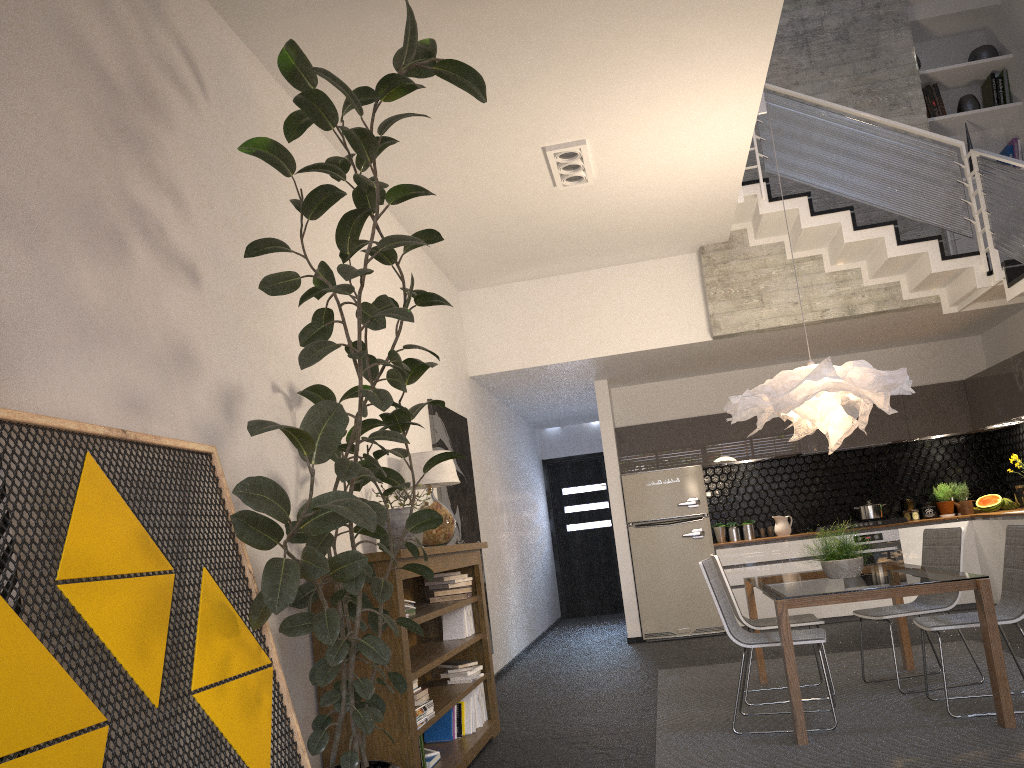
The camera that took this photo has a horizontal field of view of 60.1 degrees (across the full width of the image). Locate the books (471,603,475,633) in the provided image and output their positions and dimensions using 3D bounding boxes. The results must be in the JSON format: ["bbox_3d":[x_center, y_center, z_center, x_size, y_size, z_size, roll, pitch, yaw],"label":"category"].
[{"bbox_3d":[-0.309,1.474,5.548,0.135,0.188,0.031,-8,-7,9],"label":"books"}]

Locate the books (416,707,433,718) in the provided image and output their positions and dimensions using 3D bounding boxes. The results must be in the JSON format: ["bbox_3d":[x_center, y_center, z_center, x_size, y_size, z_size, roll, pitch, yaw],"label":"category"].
[{"bbox_3d":[-0.511,1.525,4.072,0.219,0.008,0.290,-9,-10,12],"label":"books"}]

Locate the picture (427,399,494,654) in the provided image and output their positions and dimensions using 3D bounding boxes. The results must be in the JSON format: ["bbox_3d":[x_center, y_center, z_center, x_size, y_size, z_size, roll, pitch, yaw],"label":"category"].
[{"bbox_3d":[-0.392,1.198,7.032,0.033,2.013,1.241,-8,-8,8],"label":"picture"}]

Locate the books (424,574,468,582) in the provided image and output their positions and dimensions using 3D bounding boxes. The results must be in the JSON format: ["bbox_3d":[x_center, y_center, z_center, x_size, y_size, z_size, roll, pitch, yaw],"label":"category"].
[{"bbox_3d":[-0.410,1.199,5.465,0.175,0.023,0.245,1,-13,-36],"label":"books"}]

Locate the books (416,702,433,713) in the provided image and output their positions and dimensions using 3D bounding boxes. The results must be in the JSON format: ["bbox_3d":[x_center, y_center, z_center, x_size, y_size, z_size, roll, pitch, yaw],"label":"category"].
[{"bbox_3d":[-0.518,1.505,4.079,0.219,0.007,0.306,-9,-10,13],"label":"books"}]

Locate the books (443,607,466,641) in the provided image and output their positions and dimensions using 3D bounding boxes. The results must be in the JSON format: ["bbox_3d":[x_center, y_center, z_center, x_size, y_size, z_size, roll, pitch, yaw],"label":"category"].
[{"bbox_3d":[-0.348,1.439,5.314,0.135,0.181,0.078,-8,-8,9],"label":"books"}]

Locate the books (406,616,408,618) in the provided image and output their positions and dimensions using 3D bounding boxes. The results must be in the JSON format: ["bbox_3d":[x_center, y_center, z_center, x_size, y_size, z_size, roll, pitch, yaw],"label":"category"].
[{"bbox_3d":[-0.644,1.100,4.121,0.252,0.011,0.321,-3,-11,-21],"label":"books"}]

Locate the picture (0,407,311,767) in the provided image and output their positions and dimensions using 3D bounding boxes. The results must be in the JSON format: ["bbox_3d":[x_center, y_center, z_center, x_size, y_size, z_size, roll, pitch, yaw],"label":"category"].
[{"bbox_3d":[-0.915,0.862,2.271,0.387,1.593,1.507,-8,-9,8],"label":"picture"}]

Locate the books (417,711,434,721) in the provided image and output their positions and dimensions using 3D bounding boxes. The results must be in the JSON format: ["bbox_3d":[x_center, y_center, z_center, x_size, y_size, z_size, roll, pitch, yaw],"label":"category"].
[{"bbox_3d":[-0.513,1.540,4.066,0.219,0.008,0.290,-9,-11,14],"label":"books"}]

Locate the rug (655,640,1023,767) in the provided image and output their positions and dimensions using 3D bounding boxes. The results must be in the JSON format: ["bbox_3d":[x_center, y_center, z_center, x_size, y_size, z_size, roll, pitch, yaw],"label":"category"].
[{"bbox_3d":[2.023,1.827,5.094,2.373,0.006,3.711,-8,-10,8],"label":"rug"}]

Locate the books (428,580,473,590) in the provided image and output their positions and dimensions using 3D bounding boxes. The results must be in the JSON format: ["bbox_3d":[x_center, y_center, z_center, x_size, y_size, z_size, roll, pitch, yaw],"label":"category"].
[{"bbox_3d":[-0.382,1.244,5.478,0.179,0.029,0.227,1,-13,-39],"label":"books"}]

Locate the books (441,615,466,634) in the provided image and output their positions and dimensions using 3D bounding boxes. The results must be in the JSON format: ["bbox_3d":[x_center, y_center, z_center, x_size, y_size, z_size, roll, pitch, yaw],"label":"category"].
[{"bbox_3d":[-0.356,1.448,5.372,0.136,0.187,0.018,-8,-7,9],"label":"books"}]

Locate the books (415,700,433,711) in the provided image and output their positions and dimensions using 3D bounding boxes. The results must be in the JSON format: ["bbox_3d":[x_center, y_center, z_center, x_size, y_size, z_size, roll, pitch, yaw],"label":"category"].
[{"bbox_3d":[-0.518,1.496,4.081,0.219,0.013,0.306,-9,-10,13],"label":"books"}]

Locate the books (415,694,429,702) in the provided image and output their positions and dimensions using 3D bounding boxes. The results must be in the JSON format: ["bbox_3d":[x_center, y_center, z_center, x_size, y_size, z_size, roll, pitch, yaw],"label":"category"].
[{"bbox_3d":[-0.553,1.560,4.350,0.243,0.023,0.176,-10,-11,15],"label":"books"}]

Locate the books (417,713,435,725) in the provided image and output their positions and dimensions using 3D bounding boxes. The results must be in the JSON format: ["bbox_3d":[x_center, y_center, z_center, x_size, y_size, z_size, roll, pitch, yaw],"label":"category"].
[{"bbox_3d":[-0.506,1.552,4.064,0.219,0.008,0.306,-9,-10,13],"label":"books"}]

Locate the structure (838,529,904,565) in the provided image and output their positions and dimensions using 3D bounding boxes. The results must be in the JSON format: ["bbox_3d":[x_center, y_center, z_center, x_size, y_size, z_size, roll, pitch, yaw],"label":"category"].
[{"bbox_3d":[3.587,1.795,8.964,0.588,0.584,0.588,-8,-9,9],"label":"structure"}]

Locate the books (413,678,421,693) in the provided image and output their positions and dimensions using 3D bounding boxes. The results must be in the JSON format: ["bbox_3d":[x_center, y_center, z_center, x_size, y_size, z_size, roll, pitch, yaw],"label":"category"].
[{"bbox_3d":[-0.569,1.487,4.359,0.217,0.068,0.159,-10,-10,18],"label":"books"}]

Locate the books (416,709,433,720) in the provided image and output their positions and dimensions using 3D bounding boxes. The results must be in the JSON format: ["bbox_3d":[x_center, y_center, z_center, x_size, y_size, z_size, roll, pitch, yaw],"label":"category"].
[{"bbox_3d":[-0.514,1.535,4.067,0.219,0.008,0.290,-9,-11,14],"label":"books"}]

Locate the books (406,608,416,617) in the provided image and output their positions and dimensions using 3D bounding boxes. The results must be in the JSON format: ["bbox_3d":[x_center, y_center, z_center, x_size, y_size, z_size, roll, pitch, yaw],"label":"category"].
[{"bbox_3d":[-0.596,1.131,4.323,0.180,0.033,0.244,-9,-10,11],"label":"books"}]

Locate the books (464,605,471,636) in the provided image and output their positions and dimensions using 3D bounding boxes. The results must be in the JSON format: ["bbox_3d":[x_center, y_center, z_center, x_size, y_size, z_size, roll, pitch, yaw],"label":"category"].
[{"bbox_3d":[-0.326,1.450,5.405,0.136,0.187,0.018,-8,-7,9],"label":"books"}]

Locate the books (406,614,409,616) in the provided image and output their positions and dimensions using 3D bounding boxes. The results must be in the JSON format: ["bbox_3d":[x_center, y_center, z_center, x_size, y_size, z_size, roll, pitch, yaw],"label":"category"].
[{"bbox_3d":[-0.651,1.093,4.139,0.252,0.011,0.321,-2,-11,-24],"label":"books"}]

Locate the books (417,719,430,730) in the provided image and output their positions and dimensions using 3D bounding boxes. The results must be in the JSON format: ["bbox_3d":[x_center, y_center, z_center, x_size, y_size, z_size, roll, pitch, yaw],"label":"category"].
[{"bbox_3d":[-0.504,1.567,4.062,0.219,0.008,0.307,-8,-10,8],"label":"books"}]

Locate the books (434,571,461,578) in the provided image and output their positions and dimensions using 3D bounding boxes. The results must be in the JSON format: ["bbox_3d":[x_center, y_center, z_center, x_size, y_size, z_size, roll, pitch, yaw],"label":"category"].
[{"bbox_3d":[-0.421,1.177,5.469,0.205,0.022,0.156,-6,-10,-6],"label":"books"}]

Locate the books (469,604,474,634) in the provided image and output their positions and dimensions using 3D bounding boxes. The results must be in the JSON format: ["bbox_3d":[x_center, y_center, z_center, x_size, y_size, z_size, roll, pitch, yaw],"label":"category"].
[{"bbox_3d":[-0.314,1.470,5.524,0.136,0.187,0.018,-8,-7,9],"label":"books"}]

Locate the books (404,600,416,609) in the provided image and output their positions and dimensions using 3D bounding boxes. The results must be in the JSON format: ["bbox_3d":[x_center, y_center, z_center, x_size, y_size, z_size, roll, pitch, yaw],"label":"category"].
[{"bbox_3d":[-0.662,1.044,4.173,0.324,0.108,0.273,-16,-13,43],"label":"books"}]

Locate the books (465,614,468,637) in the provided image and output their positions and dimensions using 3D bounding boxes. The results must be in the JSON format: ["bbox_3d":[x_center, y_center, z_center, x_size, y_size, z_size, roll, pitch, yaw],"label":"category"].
[{"bbox_3d":[-0.335,1.463,5.388,0.120,0.158,0.016,-8,-7,9],"label":"books"}]

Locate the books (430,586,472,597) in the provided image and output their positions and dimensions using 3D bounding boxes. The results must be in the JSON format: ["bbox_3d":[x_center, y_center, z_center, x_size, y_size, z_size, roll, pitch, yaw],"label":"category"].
[{"bbox_3d":[1.163,-1.935,7.453,5.393,6.661,0.363,0,-10,-40],"label":"books"}]

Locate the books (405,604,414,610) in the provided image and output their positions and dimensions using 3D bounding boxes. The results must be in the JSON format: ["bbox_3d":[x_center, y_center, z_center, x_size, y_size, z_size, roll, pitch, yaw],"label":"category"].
[{"bbox_3d":[-0.595,1.101,4.317,0.167,0.023,0.229,-9,-10,12],"label":"books"}]

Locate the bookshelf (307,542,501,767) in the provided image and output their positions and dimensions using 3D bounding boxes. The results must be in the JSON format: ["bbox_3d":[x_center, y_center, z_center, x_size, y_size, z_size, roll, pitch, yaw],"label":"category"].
[{"bbox_3d":[-0.470,1.467,4.702,0.451,1.163,1.932,-8,-9,8],"label":"bookshelf"}]

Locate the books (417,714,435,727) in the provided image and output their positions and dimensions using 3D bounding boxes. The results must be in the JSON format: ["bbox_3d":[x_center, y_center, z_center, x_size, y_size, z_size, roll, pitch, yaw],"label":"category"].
[{"bbox_3d":[-0.506,1.560,4.061,0.219,0.007,0.306,-9,-10,13],"label":"books"}]

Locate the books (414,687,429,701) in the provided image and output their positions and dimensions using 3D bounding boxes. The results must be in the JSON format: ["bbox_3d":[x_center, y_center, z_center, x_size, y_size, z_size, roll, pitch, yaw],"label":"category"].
[{"bbox_3d":[-0.545,1.533,4.357,0.225,0.029,0.180,-9,-10,11],"label":"books"}]

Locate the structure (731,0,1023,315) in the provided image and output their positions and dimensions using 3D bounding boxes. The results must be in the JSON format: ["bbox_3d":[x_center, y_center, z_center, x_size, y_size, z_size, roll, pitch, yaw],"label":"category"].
[{"bbox_3d":[2.165,-2.145,6.517,4.239,8.249,8.516,-8,-9,8],"label":"structure"}]

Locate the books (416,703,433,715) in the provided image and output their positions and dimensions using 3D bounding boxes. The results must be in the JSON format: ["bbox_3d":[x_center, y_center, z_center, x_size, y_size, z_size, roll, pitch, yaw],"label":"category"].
[{"bbox_3d":[-0.513,1.511,4.077,0.219,0.007,0.306,-9,-10,12],"label":"books"}]

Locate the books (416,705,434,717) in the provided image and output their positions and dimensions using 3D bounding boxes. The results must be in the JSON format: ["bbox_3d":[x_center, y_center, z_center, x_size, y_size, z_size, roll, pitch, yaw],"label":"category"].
[{"bbox_3d":[-0.510,1.518,4.075,0.219,0.007,0.306,-9,-10,12],"label":"books"}]

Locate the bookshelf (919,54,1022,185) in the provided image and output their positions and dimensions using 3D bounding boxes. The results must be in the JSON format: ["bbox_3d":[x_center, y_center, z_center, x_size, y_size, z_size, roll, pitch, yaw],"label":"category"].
[{"bbox_3d":[4.001,-2.243,7.968,0.974,1.099,0.445,-8,-8,9],"label":"bookshelf"}]

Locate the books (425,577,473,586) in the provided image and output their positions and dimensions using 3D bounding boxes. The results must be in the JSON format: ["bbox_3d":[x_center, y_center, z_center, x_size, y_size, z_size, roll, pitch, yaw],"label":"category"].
[{"bbox_3d":[-0.393,1.221,5.479,0.245,0.019,0.175,-14,-12,33],"label":"books"}]

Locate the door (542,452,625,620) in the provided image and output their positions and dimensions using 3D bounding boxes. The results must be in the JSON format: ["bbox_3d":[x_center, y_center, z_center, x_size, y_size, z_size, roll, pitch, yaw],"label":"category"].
[{"bbox_3d":[1.117,2.155,12.660,1.109,2.299,0.161,-8,-7,9],"label":"door"}]

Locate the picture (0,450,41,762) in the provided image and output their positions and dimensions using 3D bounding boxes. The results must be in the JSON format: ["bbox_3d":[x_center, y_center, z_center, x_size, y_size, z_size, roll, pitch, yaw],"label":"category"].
[{"bbox_3d":[-1.198,0.555,1.572,0.208,2.005,0.964,-8,-8,8],"label":"picture"}]

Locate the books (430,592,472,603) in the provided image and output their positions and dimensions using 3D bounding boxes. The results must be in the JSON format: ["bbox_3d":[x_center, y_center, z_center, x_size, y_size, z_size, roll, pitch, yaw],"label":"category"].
[{"bbox_3d":[-0.372,1.299,5.406,0.230,0.034,0.288,-7,-10,1],"label":"books"}]

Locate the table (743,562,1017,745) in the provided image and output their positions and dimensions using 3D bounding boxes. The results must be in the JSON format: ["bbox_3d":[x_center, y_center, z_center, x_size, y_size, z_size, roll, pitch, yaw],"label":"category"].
[{"bbox_3d":[1.989,1.483,5.153,0.998,0.709,1.812,-8,-10,8],"label":"table"}]

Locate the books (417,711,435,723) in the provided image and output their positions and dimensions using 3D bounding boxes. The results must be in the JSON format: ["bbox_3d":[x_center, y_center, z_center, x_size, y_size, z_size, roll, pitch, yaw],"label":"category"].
[{"bbox_3d":[-0.506,1.544,4.063,0.219,0.013,0.306,-9,-10,13],"label":"books"}]

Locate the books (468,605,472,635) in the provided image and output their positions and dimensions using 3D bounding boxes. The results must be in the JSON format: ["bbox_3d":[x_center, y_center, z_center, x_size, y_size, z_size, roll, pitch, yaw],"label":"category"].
[{"bbox_3d":[-0.322,1.461,5.470,0.135,0.187,0.015,-8,-7,9],"label":"books"}]

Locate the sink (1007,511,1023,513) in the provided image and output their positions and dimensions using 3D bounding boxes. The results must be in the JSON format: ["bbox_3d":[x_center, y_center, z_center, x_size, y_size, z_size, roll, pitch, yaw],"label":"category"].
[{"bbox_3d":[4.609,1.002,7.654,0.490,0.445,0.728,-8,-9,8],"label":"sink"}]

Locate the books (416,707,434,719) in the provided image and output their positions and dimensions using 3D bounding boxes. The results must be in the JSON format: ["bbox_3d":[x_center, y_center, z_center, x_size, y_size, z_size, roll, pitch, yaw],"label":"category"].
[{"bbox_3d":[-0.513,1.530,4.076,0.219,0.006,0.306,-9,-10,13],"label":"books"}]
